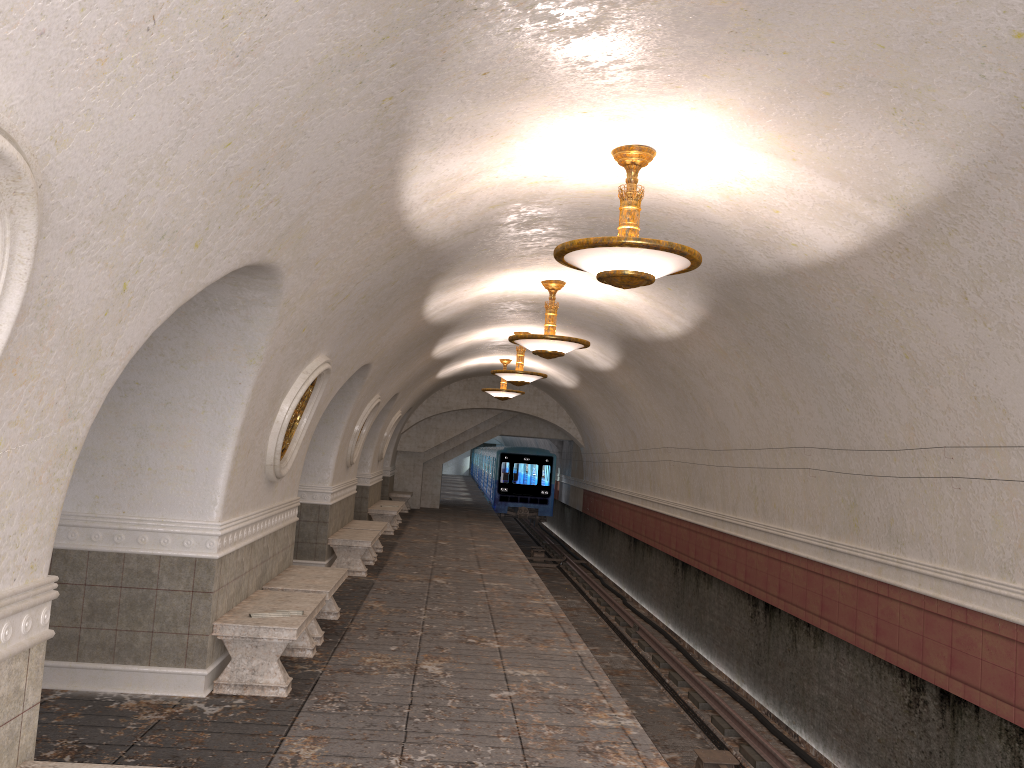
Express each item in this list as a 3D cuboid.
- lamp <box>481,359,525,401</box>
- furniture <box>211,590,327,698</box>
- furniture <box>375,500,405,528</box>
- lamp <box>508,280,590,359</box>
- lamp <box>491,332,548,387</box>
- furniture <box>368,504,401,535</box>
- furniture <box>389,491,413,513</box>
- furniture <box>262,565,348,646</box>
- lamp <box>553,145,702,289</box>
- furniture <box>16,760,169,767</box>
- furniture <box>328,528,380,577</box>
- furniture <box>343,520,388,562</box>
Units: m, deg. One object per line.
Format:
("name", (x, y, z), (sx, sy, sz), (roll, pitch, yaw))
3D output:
("lamp", (-0.185, -0.085, 20.502), (1.008, 0.955, 1.008), (0, -6, 42))
("furniture", (-1.928, 2.052, 7.144), (0.613, 0.508, 1.509), (4, -4, -4))
("furniture", (-2.862, 3.030, 20.742), (0.613, 0.508, 1.509), (4, -4, -4))
("lamp", (0.475, -0.775, 10.892), (1.008, 0.955, 1.008), (3, -4, 12))
("lamp", (0.145, -0.430, 15.696), (1.008, 0.955, 1.008), (3, -4, 12))
("furniture", (-2.747, 2.909, 19.069), (0.613, 0.508, 1.509), (4, -4, -4))
("furniture", (-3.178, 3.360, 25.340), (0.613, 0.508, 1.509), (4, -4, -4))
("furniture", (-2.043, 2.173, 8.817), (0.613, 0.508, 1.509), (4, -4, -4))
("lamp", (0.805, -1.121, 6.086), (1.008, 0.955, 1.008), (6, -5, -19))
("furniture", (-1.633, 1.743, 2.838), (0.613, 0.508, 1.509), (4, -4, -4))
("furniture", (-2.340, 2.483, 13.135), (0.613, 0.508, 1.509), (4, -4, -4))
("furniture", (-2.455, 2.603, 14.809), (0.613, 0.508, 1.509), (4, -4, -4))
